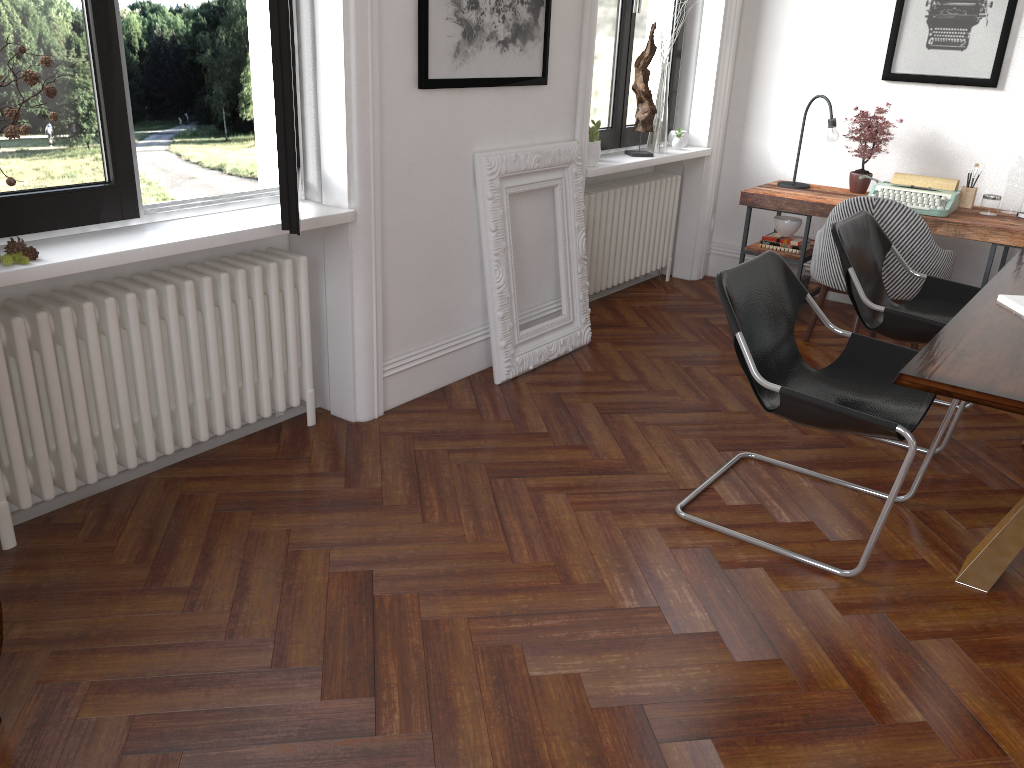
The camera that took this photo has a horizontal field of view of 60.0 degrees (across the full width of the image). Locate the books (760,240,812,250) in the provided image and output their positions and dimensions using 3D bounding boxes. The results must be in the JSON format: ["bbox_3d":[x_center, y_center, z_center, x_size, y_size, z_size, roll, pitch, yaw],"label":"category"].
[{"bbox_3d":[1.679,-0.867,5.432,0.250,0.023,0.208,17,26,32],"label":"books"}]

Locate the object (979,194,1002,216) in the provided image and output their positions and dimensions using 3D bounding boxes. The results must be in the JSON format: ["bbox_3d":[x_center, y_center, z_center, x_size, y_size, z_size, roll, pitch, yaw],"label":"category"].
[{"bbox_3d":[2.632,-0.986,4.880,0.093,0.102,0.093,13,25,25],"label":"object"}]

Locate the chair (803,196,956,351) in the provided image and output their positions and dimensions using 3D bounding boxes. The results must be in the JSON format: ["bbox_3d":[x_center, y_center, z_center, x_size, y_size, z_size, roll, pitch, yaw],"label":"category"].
[{"bbox_3d":[1.930,-0.567,4.714,0.715,0.906,0.544,14,25,26],"label":"chair"}]

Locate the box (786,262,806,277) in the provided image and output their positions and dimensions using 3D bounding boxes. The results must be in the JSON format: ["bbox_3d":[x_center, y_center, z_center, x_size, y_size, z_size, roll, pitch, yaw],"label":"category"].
[{"bbox_3d":[1.672,-0.709,5.542,0.237,0.067,0.255,18,26,33],"label":"box"}]

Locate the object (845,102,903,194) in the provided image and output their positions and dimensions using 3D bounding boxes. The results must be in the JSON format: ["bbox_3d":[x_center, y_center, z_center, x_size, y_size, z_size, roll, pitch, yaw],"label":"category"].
[{"bbox_3d":[2.114,-1.414,5.304,0.290,0.533,0.306,-1,23,-9],"label":"object"}]

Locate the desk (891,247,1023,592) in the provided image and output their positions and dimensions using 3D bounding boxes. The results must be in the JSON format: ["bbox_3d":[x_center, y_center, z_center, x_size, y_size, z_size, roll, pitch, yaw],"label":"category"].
[{"bbox_3d":[2.102,0.138,3.147,1.027,0.757,2.216,18,26,32],"label":"desk"}]

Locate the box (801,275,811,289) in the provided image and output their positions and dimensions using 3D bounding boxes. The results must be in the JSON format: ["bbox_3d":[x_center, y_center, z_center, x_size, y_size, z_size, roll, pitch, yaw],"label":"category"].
[{"bbox_3d":[1.671,-0.638,5.569,0.295,0.083,0.316,17,26,32],"label":"box"}]

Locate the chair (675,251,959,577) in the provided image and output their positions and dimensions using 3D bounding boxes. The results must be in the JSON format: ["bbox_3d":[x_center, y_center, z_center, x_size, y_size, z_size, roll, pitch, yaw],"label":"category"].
[{"bbox_3d":[1.075,0.065,3.051,0.743,0.879,0.749,18,27,32],"label":"chair"}]

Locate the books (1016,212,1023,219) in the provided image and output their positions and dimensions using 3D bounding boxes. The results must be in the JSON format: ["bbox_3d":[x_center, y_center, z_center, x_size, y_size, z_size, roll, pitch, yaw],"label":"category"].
[{"bbox_3d":[2.847,-0.909,4.809,0.213,0.031,0.128,-4,23,-16],"label":"books"}]

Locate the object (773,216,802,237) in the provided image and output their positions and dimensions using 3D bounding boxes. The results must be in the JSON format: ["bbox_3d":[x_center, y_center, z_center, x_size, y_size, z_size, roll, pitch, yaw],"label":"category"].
[{"bbox_3d":[1.678,-0.957,5.418,0.173,0.111,0.172,-4,23,-17],"label":"object"}]

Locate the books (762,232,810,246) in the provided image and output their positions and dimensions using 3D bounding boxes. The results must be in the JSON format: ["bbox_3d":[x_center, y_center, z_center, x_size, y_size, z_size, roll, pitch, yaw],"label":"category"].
[{"bbox_3d":[1.679,-0.887,5.426,0.239,0.023,0.190,17,26,32],"label":"books"}]

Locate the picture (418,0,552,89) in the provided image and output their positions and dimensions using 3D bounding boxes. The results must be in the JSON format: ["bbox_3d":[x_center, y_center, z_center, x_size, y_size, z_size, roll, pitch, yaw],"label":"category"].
[{"bbox_3d":[-0.078,-1.912,3.615,0.035,1.334,0.878,18,27,32],"label":"picture"}]

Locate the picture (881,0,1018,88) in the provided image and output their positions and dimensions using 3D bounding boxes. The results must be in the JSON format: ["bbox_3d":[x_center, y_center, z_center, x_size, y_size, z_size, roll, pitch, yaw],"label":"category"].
[{"bbox_3d":[2.514,-2.139,5.042,0.632,0.822,0.050,18,27,32],"label":"picture"}]

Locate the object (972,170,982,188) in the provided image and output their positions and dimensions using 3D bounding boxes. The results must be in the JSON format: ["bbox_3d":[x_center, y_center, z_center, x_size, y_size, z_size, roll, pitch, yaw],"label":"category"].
[{"bbox_3d":[2.623,-1.114,5.050,0.054,0.208,0.008,10,24,17],"label":"object"}]

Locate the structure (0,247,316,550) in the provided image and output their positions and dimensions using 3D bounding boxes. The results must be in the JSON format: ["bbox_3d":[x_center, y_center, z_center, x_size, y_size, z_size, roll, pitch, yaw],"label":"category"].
[{"bbox_3d":[-1.281,0.007,3.187,0.224,0.784,1.446,18,27,32],"label":"structure"}]

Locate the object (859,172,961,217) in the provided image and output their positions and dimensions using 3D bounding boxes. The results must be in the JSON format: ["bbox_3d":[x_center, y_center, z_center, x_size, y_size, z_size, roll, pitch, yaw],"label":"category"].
[{"bbox_3d":[2.221,-1.084,4.998,0.533,0.150,0.482,17,26,31],"label":"object"}]

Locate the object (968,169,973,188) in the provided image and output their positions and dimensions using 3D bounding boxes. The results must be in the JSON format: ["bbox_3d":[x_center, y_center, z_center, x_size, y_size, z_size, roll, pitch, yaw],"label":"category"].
[{"bbox_3d":[2.606,-1.120,5.066,0.008,0.208,0.054,12,24,21],"label":"object"}]

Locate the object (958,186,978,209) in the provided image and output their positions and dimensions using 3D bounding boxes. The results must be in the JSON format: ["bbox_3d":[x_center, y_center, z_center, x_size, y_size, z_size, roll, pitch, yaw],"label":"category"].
[{"bbox_3d":[2.600,-1.066,5.061,0.075,0.114,0.058,18,27,32],"label":"object"}]

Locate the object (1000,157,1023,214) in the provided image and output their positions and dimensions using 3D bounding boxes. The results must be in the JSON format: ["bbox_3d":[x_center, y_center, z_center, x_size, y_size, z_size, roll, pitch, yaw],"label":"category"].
[{"bbox_3d":[2.796,-1.100,4.910,0.111,0.304,0.111,-5,24,-17],"label":"object"}]

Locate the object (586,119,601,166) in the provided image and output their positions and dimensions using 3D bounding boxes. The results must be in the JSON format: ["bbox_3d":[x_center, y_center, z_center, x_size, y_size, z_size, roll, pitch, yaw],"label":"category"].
[{"bbox_3d":[0.433,-1.305,4.795,0.098,0.246,0.102,8,23,12],"label":"object"}]

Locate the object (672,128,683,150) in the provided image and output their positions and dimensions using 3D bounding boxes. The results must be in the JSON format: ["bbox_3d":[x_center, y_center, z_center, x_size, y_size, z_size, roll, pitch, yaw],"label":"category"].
[{"bbox_3d":[1.068,-1.576,5.695,0.072,0.135,0.071,-9,25,-27],"label":"object"}]

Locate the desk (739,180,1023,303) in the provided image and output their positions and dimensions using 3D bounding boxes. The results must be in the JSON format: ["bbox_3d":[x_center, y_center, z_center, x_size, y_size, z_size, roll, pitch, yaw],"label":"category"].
[{"bbox_3d":[2.261,-0.664,5.197,1.793,0.763,0.644,17,26,32],"label":"desk"}]

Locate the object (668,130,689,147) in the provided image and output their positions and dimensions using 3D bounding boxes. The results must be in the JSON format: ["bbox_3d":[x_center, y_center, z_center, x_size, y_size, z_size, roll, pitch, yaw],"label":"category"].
[{"bbox_3d":[1.101,-1.627,5.876,0.132,0.098,0.133,5,22,5],"label":"object"}]

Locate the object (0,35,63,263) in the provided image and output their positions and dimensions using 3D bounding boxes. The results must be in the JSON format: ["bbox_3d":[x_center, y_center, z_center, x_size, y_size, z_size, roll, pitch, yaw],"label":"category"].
[{"bbox_3d":[-1.440,-0.661,2.486,0.317,0.604,0.537,5,22,6],"label":"object"}]

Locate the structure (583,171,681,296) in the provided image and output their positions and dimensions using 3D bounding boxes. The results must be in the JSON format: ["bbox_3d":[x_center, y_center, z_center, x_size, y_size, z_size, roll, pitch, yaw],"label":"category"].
[{"bbox_3d":[0.650,-0.887,5.653,0.224,0.784,1.446,18,27,32],"label":"structure"}]

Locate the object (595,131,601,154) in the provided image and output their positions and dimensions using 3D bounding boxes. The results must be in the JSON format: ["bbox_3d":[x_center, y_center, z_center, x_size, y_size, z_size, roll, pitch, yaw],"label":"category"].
[{"bbox_3d":[0.463,-1.362,5.019,0.097,0.187,0.098,-11,26,-29],"label":"object"}]

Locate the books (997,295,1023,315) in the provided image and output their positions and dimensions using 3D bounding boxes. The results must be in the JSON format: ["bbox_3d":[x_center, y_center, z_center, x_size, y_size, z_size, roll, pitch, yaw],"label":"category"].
[{"bbox_3d":[1.853,-0.246,3.037,0.231,0.026,0.323,3,22,0],"label":"books"}]

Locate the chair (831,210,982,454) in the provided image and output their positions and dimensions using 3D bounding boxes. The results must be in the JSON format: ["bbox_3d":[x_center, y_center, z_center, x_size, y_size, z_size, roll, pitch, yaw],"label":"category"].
[{"bbox_3d":[1.769,-0.256,3.937,0.743,0.879,0.749,18,27,32],"label":"chair"}]

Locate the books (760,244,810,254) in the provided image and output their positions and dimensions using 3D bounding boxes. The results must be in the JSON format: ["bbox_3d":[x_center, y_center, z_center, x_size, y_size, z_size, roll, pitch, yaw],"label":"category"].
[{"bbox_3d":[1.677,-0.846,5.442,0.247,0.024,0.208,17,26,32],"label":"books"}]

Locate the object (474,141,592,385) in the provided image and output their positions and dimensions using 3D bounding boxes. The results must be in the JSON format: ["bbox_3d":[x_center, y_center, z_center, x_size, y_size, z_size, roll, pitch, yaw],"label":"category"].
[{"bbox_3d":[0.136,-0.620,4.395,0.233,1.070,0.826,18,27,32],"label":"object"}]

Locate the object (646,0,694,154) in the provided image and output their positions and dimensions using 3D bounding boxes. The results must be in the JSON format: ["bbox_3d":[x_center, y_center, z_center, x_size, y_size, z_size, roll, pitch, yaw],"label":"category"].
[{"bbox_3d":[0.970,-1.933,5.340,0.288,1.062,0.294,19,28,35],"label":"object"}]

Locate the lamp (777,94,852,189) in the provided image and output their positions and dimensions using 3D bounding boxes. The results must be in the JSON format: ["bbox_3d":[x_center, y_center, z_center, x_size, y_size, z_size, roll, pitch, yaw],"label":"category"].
[{"bbox_3d":[1.827,-1.449,5.331,0.207,0.554,0.439,-11,26,-29],"label":"lamp"}]

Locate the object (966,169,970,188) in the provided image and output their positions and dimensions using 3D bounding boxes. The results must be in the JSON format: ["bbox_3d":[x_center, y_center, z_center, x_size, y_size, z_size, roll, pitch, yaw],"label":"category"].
[{"bbox_3d":[2.595,-1.119,5.059,0.008,0.208,0.054,3,23,0],"label":"object"}]

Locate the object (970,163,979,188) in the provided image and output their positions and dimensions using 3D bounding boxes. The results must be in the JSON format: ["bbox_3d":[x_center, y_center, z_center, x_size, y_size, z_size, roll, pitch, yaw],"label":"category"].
[{"bbox_3d":[2.622,-1.134,5.056,0.023,0.241,0.028,16,26,30],"label":"object"}]

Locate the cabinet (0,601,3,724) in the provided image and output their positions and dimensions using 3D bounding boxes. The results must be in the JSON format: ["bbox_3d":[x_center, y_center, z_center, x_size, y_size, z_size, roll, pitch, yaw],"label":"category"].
[{"bbox_3d":[-1.719,0.355,1.556,0.638,1.227,1.260,18,27,32],"label":"cabinet"}]

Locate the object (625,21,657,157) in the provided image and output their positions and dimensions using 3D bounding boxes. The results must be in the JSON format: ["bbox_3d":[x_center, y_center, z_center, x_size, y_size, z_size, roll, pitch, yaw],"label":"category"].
[{"bbox_3d":[0.779,-1.724,5.203,0.165,0.759,0.141,-2,23,-12],"label":"object"}]
